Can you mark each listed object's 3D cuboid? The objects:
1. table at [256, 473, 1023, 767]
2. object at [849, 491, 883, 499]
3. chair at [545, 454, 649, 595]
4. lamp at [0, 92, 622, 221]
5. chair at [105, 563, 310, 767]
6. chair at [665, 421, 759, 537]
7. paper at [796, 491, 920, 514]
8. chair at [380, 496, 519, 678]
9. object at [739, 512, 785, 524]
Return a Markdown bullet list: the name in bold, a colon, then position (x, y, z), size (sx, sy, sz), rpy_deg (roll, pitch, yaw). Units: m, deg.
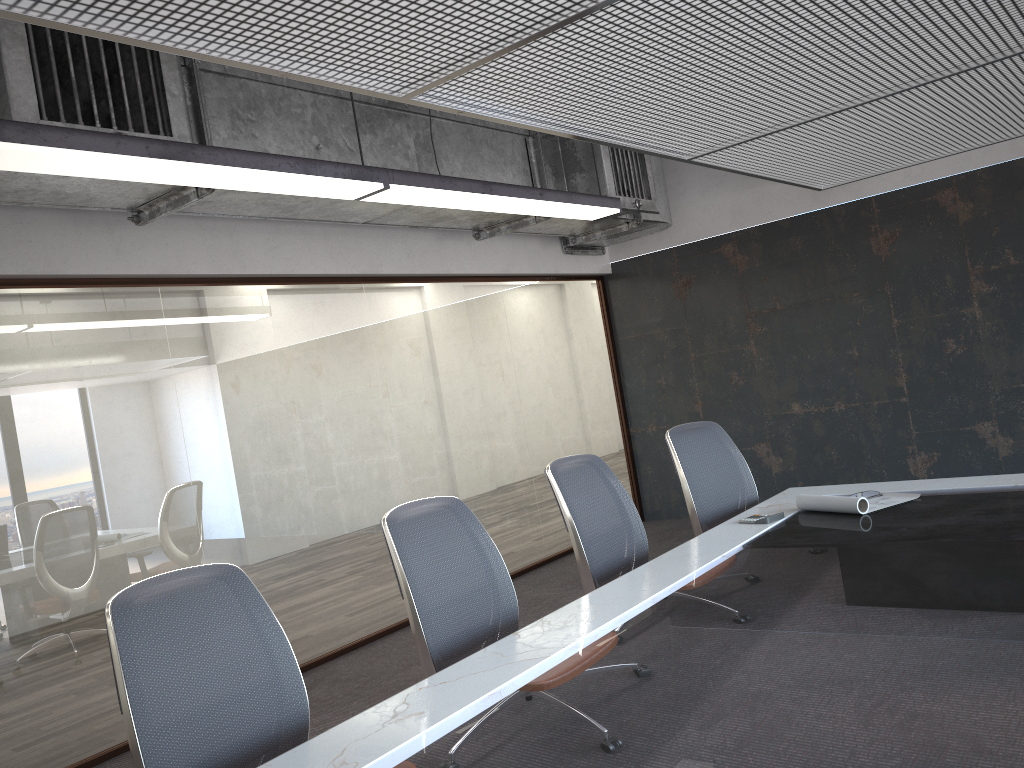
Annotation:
- **table**: position (0.561, 1.054, 1.863), size (1.898, 0.745, 5.498), rpy_deg (-10, 0, 38)
- **object**: position (1.555, 0.501, 3.961), size (0.200, 0.036, 0.049), rpy_deg (-9, 0, -15)
- **chair**: position (0.621, 0.844, 3.662), size (0.828, 1.166, 0.789), rpy_deg (-10, 0, 2)
- **lamp**: position (0.190, -1.444, 1.947), size (4.126, 0.908, 6.097), rpy_deg (-10, 0, 38)
- **chair**: position (-0.536, 1.032, 2.172), size (0.828, 1.166, 0.789), rpy_deg (-10, 0, 2)
- **chair**: position (1.236, 0.744, 4.374), size (0.828, 1.166, 0.789), rpy_deg (-10, 0, 18)
- **paper**: position (1.510, 0.493, 3.883), size (0.379, 0.069, 0.348), rpy_deg (-9, 0, -26)
- **chair**: position (0.043, 0.938, 2.917), size (0.828, 1.166, 0.789), rpy_deg (-10, 0, 2)
- **object**: position (1.087, 0.583, 3.872), size (0.126, 0.026, 0.161), rpy_deg (-9, 0, -38)
